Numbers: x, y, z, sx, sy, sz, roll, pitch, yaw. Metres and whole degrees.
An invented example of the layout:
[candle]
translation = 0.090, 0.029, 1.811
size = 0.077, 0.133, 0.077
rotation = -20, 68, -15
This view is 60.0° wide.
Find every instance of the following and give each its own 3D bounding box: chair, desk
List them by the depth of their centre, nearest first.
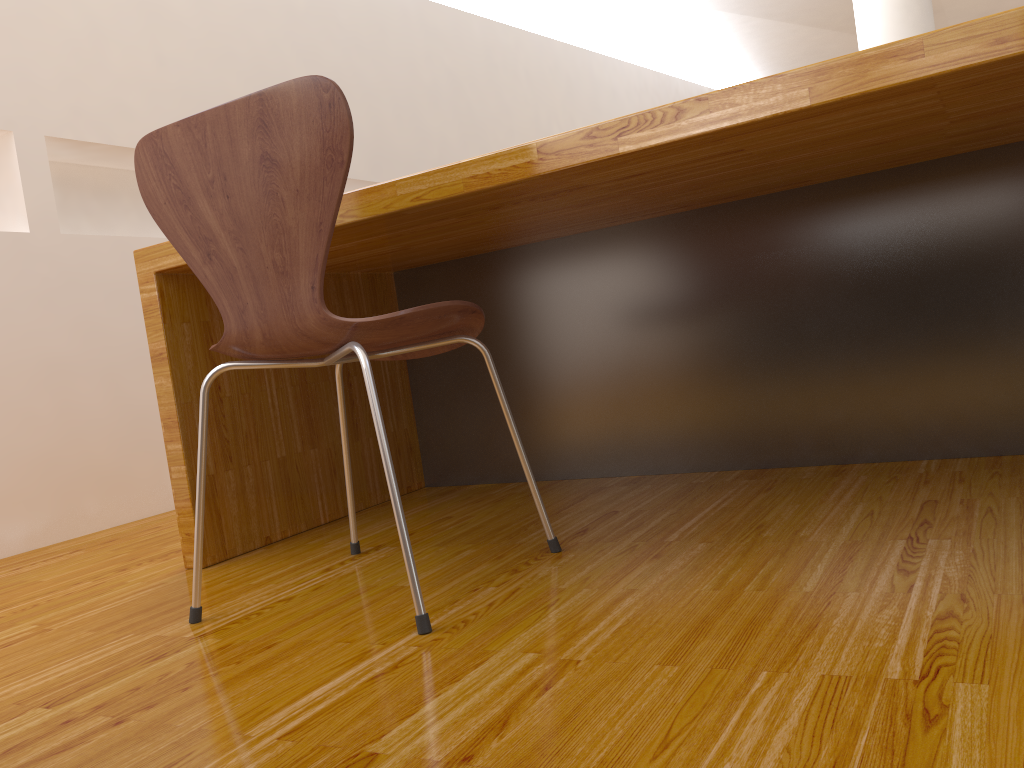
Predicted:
[chair]
translation = -0.244, -0.038, 1.323
size = 0.428, 0.693, 0.381
rotation = -7, 3, 30
[desk]
translation = 1.028, 0.026, 1.426
size = 3.216, 1.022, 1.248
rotation = -7, 3, 30
